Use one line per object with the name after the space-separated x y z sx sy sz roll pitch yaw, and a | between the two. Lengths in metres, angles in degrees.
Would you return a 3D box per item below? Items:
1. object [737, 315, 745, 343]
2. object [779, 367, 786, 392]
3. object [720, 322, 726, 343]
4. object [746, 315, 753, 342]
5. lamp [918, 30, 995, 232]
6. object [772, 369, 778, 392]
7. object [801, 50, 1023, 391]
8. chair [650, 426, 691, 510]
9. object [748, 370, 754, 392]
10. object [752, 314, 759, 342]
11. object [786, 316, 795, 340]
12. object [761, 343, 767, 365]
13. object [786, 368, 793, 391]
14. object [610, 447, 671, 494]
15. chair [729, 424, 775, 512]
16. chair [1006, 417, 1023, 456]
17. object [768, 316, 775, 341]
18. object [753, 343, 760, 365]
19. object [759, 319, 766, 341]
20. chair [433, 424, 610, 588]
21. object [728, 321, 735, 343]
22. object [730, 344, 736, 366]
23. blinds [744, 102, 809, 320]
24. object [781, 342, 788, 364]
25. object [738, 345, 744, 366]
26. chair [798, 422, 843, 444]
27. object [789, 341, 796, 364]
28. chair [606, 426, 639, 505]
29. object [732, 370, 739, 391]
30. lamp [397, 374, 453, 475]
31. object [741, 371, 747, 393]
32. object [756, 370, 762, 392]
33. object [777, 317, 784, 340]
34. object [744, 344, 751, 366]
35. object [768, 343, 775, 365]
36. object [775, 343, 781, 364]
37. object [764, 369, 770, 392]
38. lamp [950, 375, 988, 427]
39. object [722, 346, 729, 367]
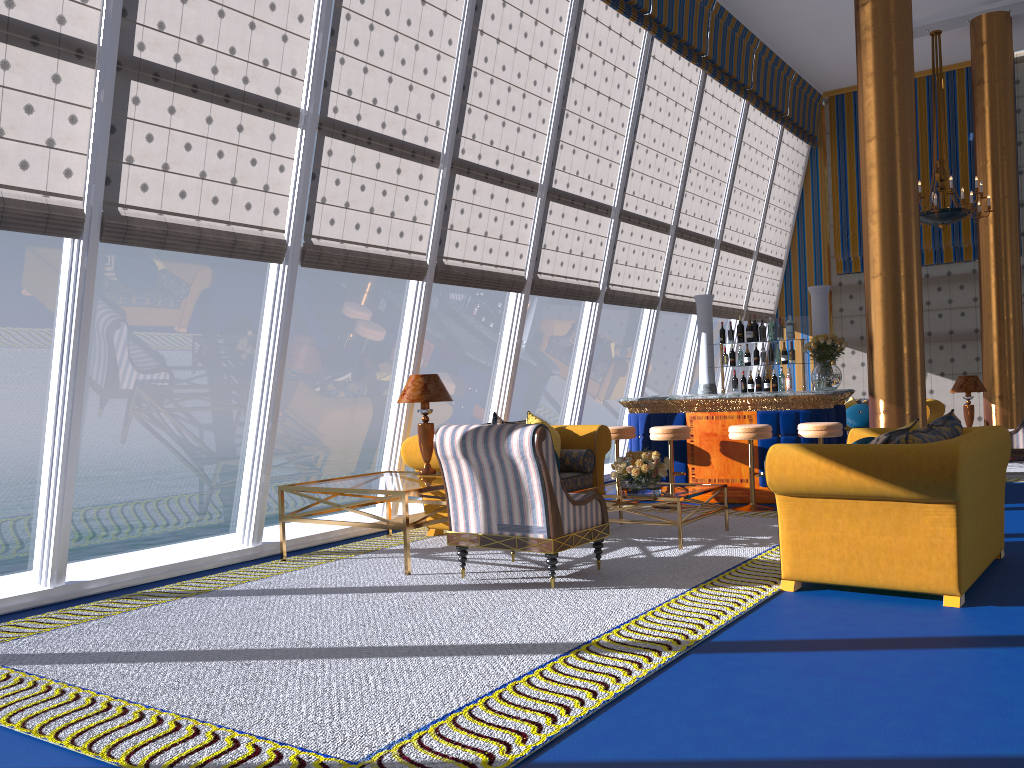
2.546 -0.612 9.878 0.080 0.303 0.082 -2 0 40 | object
2.962 -0.053 9.732 0.069 0.269 0.068 -2 0 -5 | object
2.376 -0.578 10.012 0.065 0.244 0.066 -2 0 38 | object
2.632 -0.615 9.819 0.084 0.303 0.086 -2 0 29 | object
5.163 -3.043 10.717 1.055 2.421 1.063 -2 0 12 | lamp
2.887 -0.038 9.745 0.065 0.244 0.066 -2 0 16 | object
2.971 -7.074 6.430 62.613 33.603 63.934 -2 0 41 | object
1.539 0.796 8.562 0.401 0.782 0.396 -2 0 -17 | chair
2.650 -0.029 9.843 0.068 0.244 0.069 -2 0 16 | object
2.687 -0.619 9.812 0.082 0.303 0.080 -2 0 -39 | object
3.033 -0.615 9.665 0.091 0.259 0.092 -2 0 18 | object
2.765 -0.332 9.751 0.056 0.239 0.057 -2 0 9 | object
3.031 -0.051 9.697 0.061 0.258 0.062 -2 0 35 | object
0.998 0.673 6.874 0.452 0.388 0.506 -2 0 16 | object
2.218 0.768 8.214 0.399 0.782 0.397 -2 0 -6 | chair
5.866 0.538 10.344 0.776 0.966 0.802 -2 0 35 | chair
2.834 -0.610 9.705 0.070 0.271 0.068 -2 0 -45 | object
2.699 -0.332 9.792 0.065 0.244 0.066 -2 0 16 | object
2.758 -0.592 9.765 0.076 0.247 0.076 -2 0 -2 | object
0.066 0.721 5.565 0.786 0.966 0.792 -2 0 35 | chair
2.469 -0.582 10.001 0.072 0.246 0.072 -2 0 -6 | object
2.465 -0.322 9.912 0.065 0.244 0.066 -2 0 16 | object
4.327 -2.715 14.279 0.866 3.394 1.378 -2 0 35 | blinds
2.973 -0.340 9.675 0.068 0.244 0.069 -2 0 16 | object
2.545 -0.318 9.874 0.059 0.230 0.058 -2 0 -6 | object
2.836 0.743 8.131 0.397 0.782 0.399 -2 0 5 | chair
3.041 -0.343 9.632 0.072 0.244 0.071 -2 0 -35 | object
1.072 0.818 9.002 0.401 0.782 0.396 -2 0 -17 | chair
2.490 -0.039 9.907 0.071 0.242 0.071 -2 0 16 | object
-0.676 0.317 6.974 0.451 0.783 0.441 -2 0 -40 | lamp
2.584 -0.026 9.887 0.065 0.244 0.066 -2 0 38 | object
2.725 -0.035 9.797 0.065 0.244 0.066 -2 0 16 | object
2.930 -0.603 9.687 0.072 0.246 0.072 -2 0 -6 | object
2.611 -0.324 9.832 0.068 0.244 0.069 -2 0 16 | object
2.843 -0.331 9.736 0.071 0.232 0.072 -2 0 13 | object
2.915 -0.333 9.713 0.059 0.230 0.058 -2 0 -6 | object
2.808 -0.039 9.773 0.068 0.244 0.069 -2 0 16 | object
5.960 0.281 11.572 0.443 0.783 0.449 -2 0 20 | lamp
2.388 -0.308 9.933 0.066 0.225 0.066 -2 0 4 | object
